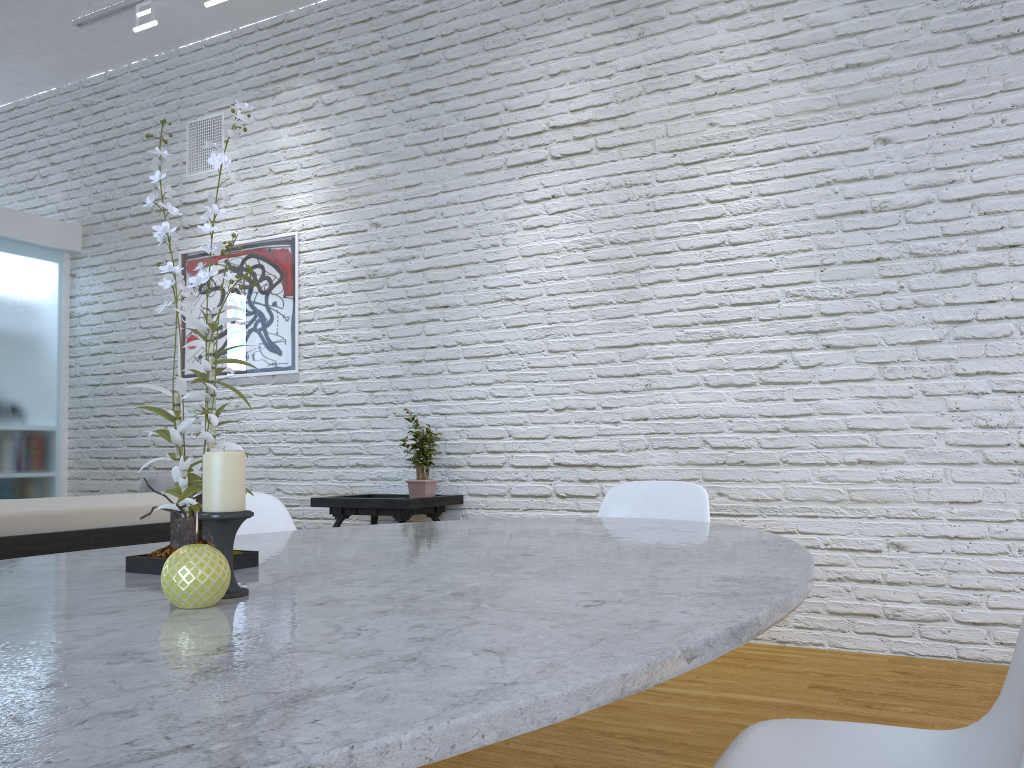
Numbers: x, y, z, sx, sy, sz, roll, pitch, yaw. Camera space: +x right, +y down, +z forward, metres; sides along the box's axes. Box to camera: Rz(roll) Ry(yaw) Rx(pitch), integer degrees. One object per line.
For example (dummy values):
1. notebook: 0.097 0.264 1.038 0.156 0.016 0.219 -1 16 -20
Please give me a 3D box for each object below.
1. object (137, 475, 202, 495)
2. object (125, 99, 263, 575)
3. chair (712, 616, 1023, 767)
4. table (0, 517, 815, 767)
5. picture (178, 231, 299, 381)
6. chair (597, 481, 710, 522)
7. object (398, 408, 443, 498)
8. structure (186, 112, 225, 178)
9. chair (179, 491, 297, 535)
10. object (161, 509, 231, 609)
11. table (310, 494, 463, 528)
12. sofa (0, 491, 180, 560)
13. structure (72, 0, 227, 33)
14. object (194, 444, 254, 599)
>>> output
1. object: -1.608 0.792 4.372 0.645 0.686 0.636 1 -4 -23
2. object: -0.394 -0.078 1.132 0.166 0.637 0.202 1 -4 -33
3. chair: 0.451 0.317 1.025 0.419 0.351 0.406 -3 -4 27
4. table: -0.197 0.543 1.103 1.071 0.621 1.912 -3 -5 27
5. picture: -1.557 -0.419 4.996 0.921 0.768 0.010 -3 -3 28
6. chair: 0.248 0.392 1.925 0.406 0.351 0.420 -3 -4 30
7. object: -0.433 0.334 4.217 0.176 0.436 0.237 2 -4 -37
8. structure: -1.790 -1.394 5.176 0.308 0.334 0.010 -3 -3 28
9. chair: -0.384 0.375 1.616 0.419 0.351 0.406 -3 -5 32
10. object: -0.300 0.165 0.843 0.063 0.091 0.063 0 -3 -14
11. table: -0.582 0.818 4.166 0.564 0.577 0.441 -3 -4 28
12. sofa: -2.317 0.650 2.333 9.729 0.678 5.344 -3 -5 28
13. structure: -0.735 -2.047 4.056 3.907 0.182 0.053 -3 -4 28
14. object: -0.296 0.128 0.910 0.059 0.176 0.059 -1 -3 13
